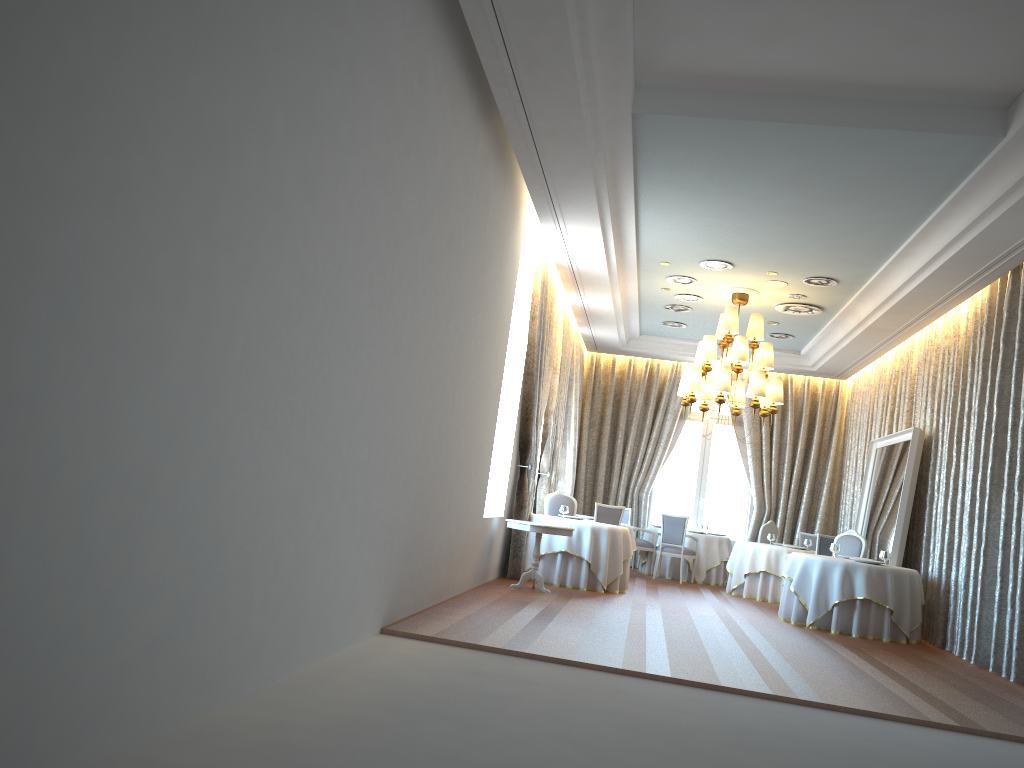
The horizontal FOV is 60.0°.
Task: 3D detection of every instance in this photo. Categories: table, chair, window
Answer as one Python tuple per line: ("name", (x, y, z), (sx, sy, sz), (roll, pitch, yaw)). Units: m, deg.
("table", (1.184, 2.644, 14.484), (1.667, 0.890, 1.663), (8, -7, 3))
("chair", (4.277, 2.523, 11.819), (0.690, 1.233, 0.563), (12, -8, -30))
("window", (3.806, 1.325, 17.477), (1.881, 3.306, 0.196), (7, -7, 10))
("chair", (4.157, 2.947, 15.366), (0.563, 1.233, 0.690), (14, -9, -40))
("table", (0.791, 2.268, 11.901), (1.663, 0.890, 1.667), (8, -7, -2))
("chair", (5.011, 3.084, 15.043), (0.650, 1.108, 0.629), (4, -8, 29))
("chair", (0.743, 2.144, 12.755), (0.563, 1.233, 0.690), (10, -7, -15))
("chair", (4.421, 2.745, 12.980), (0.650, 1.108, 0.629), (11, -7, -20))
("table", (4.161, 2.615, 10.892), (1.663, 0.890, 1.667), (8, -7, -2))
("chair", (2.739, 2.747, 14.890), (0.650, 1.108, 0.629), (5, -8, 24))
("table", (3.141, 3.103, 15.972), (1.667, 0.890, 1.663), (4, -8, 28))
("chair", (1.309, 2.363, 13.417), (0.650, 1.108, 0.629), (10, -7, -15))
("table", (0.286, 2.045, 10.418), (0.761, 0.801, 0.760), (14, -9, -41))
("table", (4.239, 3.007, 13.955), (1.663, 0.890, 1.667), (5, -8, 23))
("chair", (2.154, 2.769, 15.726), (0.629, 1.108, 0.650), (11, -8, -25))

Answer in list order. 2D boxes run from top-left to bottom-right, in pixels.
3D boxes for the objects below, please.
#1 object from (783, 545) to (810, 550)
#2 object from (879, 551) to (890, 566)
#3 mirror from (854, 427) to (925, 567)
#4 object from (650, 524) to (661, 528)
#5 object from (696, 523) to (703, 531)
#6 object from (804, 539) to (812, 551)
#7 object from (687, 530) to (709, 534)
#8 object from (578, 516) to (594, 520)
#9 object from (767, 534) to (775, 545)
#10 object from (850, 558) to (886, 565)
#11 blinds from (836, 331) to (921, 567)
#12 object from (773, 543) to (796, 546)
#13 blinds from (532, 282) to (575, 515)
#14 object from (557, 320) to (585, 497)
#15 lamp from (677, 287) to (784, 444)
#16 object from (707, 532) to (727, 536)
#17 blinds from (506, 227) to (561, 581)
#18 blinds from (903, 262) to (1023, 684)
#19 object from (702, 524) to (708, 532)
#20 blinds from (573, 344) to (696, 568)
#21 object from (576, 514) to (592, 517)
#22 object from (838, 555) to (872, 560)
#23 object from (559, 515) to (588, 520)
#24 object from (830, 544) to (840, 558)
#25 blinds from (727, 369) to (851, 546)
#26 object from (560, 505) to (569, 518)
("object", (4.363, 2.510, 13.619), (0.419, 0.036, 0.419), (7, -7, 8))
("object", (4.495, 2.101, 10.697), (0.128, 0.165, 0.128), (7, -7, 10))
("mirror", (5.119, 1.966, 12.342), (0.385, 2.564, 2.251), (7, -7, 10))
("object", (2.700, 2.569, 15.967), (0.419, 0.036, 0.419), (7, -7, 8))
("object", (3.363, 2.588, 15.897), (0.128, 0.165, 0.128), (7, -7, 10))
("object", (4.619, 2.509, 13.843), (0.128, 0.165, 0.128), (7, -7, 10))
("object", (3.255, 2.599, 15.581), (0.419, 0.036, 0.419), (7, -7, 8))
("object", (1.242, 2.130, 14.076), (0.419, 0.036, 0.419), (7, -7, 8))
("object", (4.180, 2.505, 14.307), (0.128, 0.165, 0.128), (7, -7, 10))
("object", (4.214, 2.102, 10.500), (0.419, 0.036, 0.419), (7, -7, 8))
("blinds", (5.896, 1.274, 14.576), (0.238, 4.819, 4.439), (7, -7, 10))
("object", (4.446, 2.622, 14.427), (0.419, 0.036, 0.419), (7, -7, 8))
("blinds", (0.732, 0.537, 14.325), (0.335, 4.969, 2.257), (7, -7, 10))
("object", (1.107, 0.901, 16.451), (0.386, 4.901, 2.121), (7, -7, 9))
("lamp", (3.091, -0.268, 12.410), (1.373, 2.121, 1.373), (14, -10, -43))
("object", (3.678, 2.709, 15.991), (0.419, 0.036, 0.419), (7, -7, 8))
("blinds", (0.350, 0.184, 11.922), (0.315, 4.930, 2.204), (7, -7, 9))
("blinds", (5.256, 0.653, 10.296), (0.238, 4.819, 4.439), (7, -7, 10))
("object", (3.541, 2.663, 16.294), (0.128, 0.165, 0.128), (7, -7, 10))
("blinds", (2.289, 1.127, 17.313), (2.535, 4.901, 0.386), (7, -7, 10))
("object", (1.176, 2.235, 15.000), (0.419, 0.036, 0.419), (7, -7, 8))
("object", (4.392, 2.232, 11.344), (0.419, 0.036, 0.419), (7, -7, 8))
("object", (0.847, 1.862, 12.370), (0.419, 0.036, 0.419), (7, -7, 8))
("object", (4.090, 2.111, 11.235), (0.128, 0.165, 0.128), (2, -9, 39))
("blinds", (5.106, 1.463, 16.838), (2.476, 4.901, 0.386), (7, -7, 9))
("object", (0.712, 1.743, 12.088), (0.128, 0.165, 0.128), (9, -7, -8))
